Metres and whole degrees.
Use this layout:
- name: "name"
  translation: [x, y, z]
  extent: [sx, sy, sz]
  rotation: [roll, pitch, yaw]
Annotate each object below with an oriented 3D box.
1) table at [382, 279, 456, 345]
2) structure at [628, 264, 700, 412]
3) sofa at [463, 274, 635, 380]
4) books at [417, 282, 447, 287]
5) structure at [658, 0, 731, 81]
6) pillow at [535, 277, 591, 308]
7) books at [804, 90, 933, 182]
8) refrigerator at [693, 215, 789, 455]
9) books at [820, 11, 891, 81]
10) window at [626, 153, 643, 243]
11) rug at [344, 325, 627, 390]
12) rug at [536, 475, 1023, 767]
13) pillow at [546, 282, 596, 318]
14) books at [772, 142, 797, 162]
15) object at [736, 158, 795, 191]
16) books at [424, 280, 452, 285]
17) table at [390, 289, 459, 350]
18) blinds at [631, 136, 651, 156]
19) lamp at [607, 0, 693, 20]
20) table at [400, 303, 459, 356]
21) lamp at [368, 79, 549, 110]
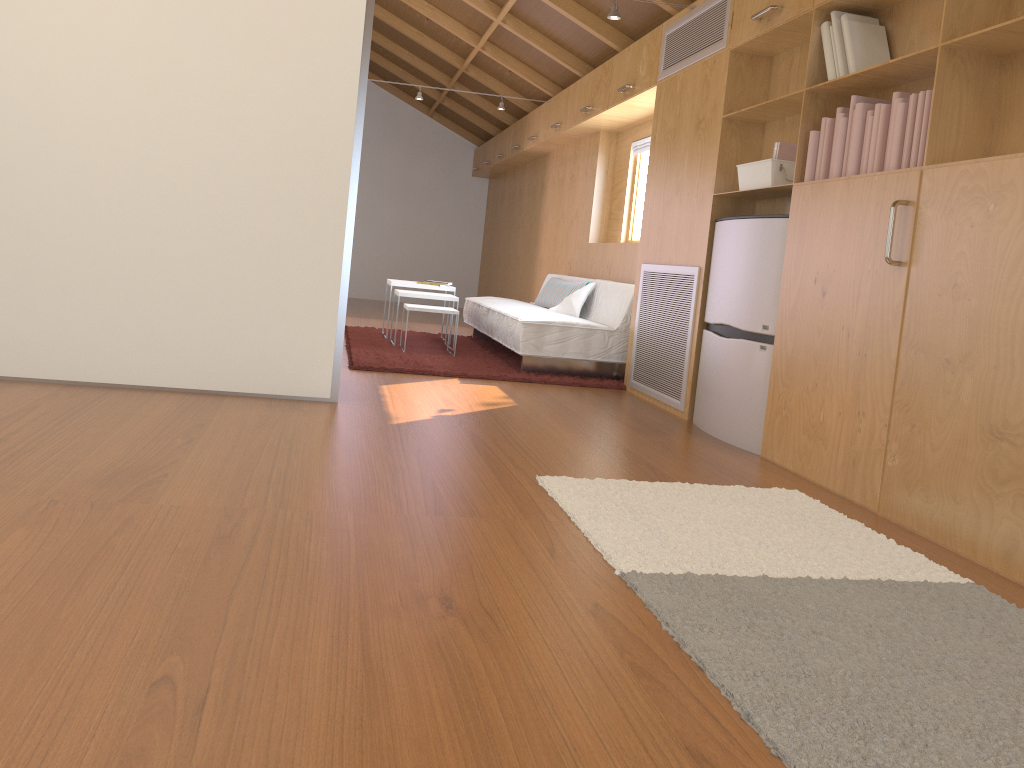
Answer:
- name: "table"
  translation: [-0.733, -0.567, 6.879]
  extent: [0.484, 0.436, 0.528]
  rotation: [5, 6, -12]
- name: "structure"
  translation: [0.806, -0.282, 4.769]
  extent: [0.013, 0.717, 0.826]
  rotation: [5, 6, -12]
- name: "sofa"
  translation: [0.234, -0.497, 6.509]
  extent: [0.861, 0.625, 2.373]
  rotation: [5, 8, -12]
- name: "books"
  translation: [-0.607, -0.758, 6.732]
  extent: [0.193, 0.016, 0.153]
  rotation: [8, 8, 17]
- name: "structure"
  translation: [0.962, -1.846, 4.703]
  extent: [0.013, 0.299, 0.910]
  rotation: [5, 7, -12]
- name: "pillow"
  translation: [0.371, -0.688, 6.809]
  extent: [0.171, 0.250, 1.050]
  rotation: [5, 8, -12]
- name: "books"
  translation: [1.581, -0.876, 1.980]
  extent: [0.188, 0.654, 3.134]
  rotation: [5, 8, -12]
- name: "refrigerator"
  translation: [1.076, -0.243, 3.951]
  extent: [0.261, 0.982, 0.718]
  rotation: [5, 5, -12]
- name: "books"
  translation: [1.319, -1.288, 3.392]
  extent: [0.175, 0.295, 0.281]
  rotation: [5, 5, -12]
- name: "window"
  translation: [1.082, -1.340, 6.050]
  extent: [0.035, 0.786, 1.508]
  rotation: [5, 7, -12]
- name: "rug"
  translation: [-0.220, -0.204, 6.327]
  extent: [1.882, 0.020, 2.500]
  rotation: [4, 8, -12]
- name: "rug"
  translation: [0.892, 0.623, 1.111]
  extent: [0.915, 0.011, 3.751]
  rotation: [4, 8, -12]
- name: "pillow"
  translation: [0.419, -0.599, 6.183]
  extent: [0.348, 0.250, 0.267]
  rotation: [11, 8, 42]
- name: "books"
  translation: [1.188, -0.935, 3.803]
  extent: [0.150, 0.191, 0.089]
  rotation: [5, 4, -12]
- name: "object"
  translation: [1.156, -0.913, 3.927]
  extent: [0.203, 0.122, 0.352]
  rotation: [4, 7, -12]
- name: "books"
  translation: [-0.568, -0.781, 6.810]
  extent: [0.193, 0.016, 0.153]
  rotation: [7, 8, 7]
- name: "table"
  translation: [-0.644, -0.469, 6.430]
  extent: [0.424, 0.381, 0.462]
  rotation: [5, 6, -12]
- name: "blinds"
  translation: [1.067, -1.679, 6.020]
  extent: [0.047, 0.110, 1.509]
  rotation: [5, 8, -12]
- name: "lamp"
  translation: [-0.904, -2.091, 4.335]
  extent: [3.823, 0.152, 0.073]
  rotation: [4, 4, -12]
- name: "table"
  translation: [-0.569, -0.371, 6.040]
  extent: [0.341, 0.307, 0.372]
  rotation: [5, 6, -12]
- name: "lamp"
  translation: [-1.536, -2.581, 7.455]
  extent: [3.823, 0.152, 0.073]
  rotation: [4, 4, -12]
